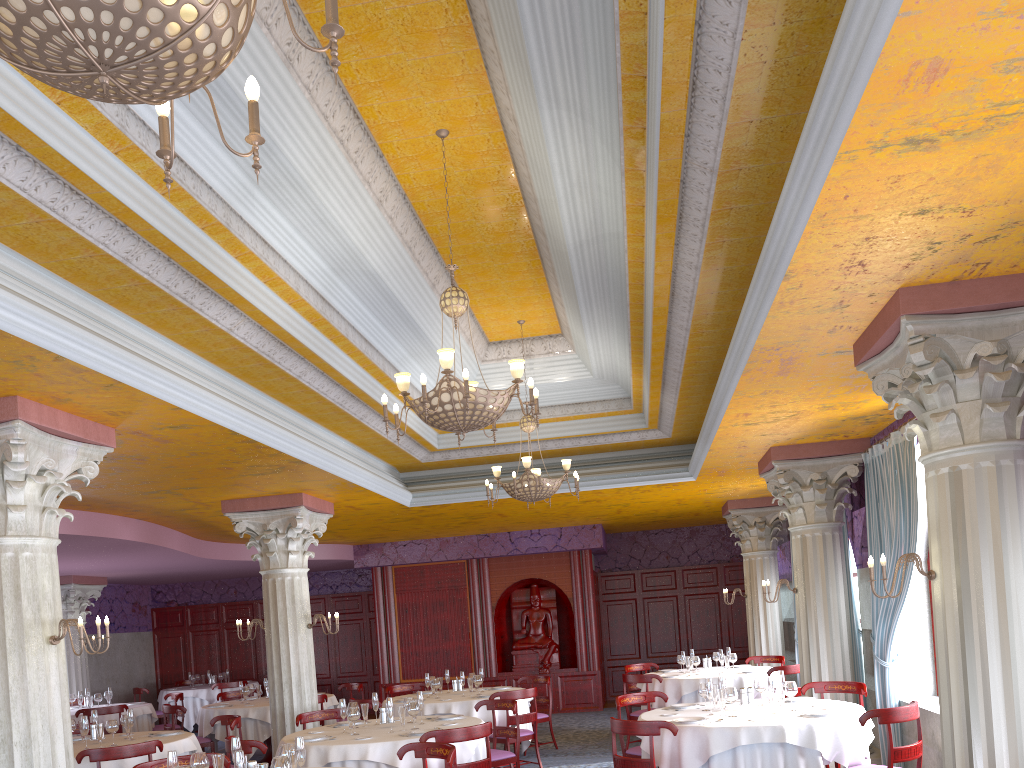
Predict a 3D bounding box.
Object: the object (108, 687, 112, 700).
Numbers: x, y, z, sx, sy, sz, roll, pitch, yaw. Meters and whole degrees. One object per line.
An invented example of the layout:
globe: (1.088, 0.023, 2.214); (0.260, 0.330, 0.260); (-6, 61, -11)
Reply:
object: (-6.607, 5.159, 14.094); (0.074, 0.332, 0.074); (-4, -1, -1)

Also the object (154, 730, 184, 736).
object: (-3.745, 3.811, 9.343); (0.314, 0.024, 0.323); (-6, -15, 8)

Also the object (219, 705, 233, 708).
object: (-4.185, 4.704, 12.496); (0.257, 0.019, 0.056); (6, -17, -32)

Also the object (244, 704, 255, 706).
object: (-3.813, 4.670, 12.450); (0.158, 0.009, 0.164); (2, -16, -21)

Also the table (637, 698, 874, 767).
table: (2.181, 3.455, 7.796); (2.086, 0.938, 2.153); (-6, -13, 9)

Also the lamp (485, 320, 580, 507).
lamp: (0.177, 0.319, 9.803); (0.954, 2.152, 0.976); (-2, -3, -37)

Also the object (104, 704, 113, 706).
object: (-6.911, 5.496, 14.659); (0.159, 0.009, 0.164); (-6, -15, 8)

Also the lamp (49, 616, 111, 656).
lamp: (-3.083, 1.785, 6.050); (0.381, 0.270, 0.350); (-3, -10, -4)

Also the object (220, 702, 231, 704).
object: (-4.415, 4.916, 13.190); (0.161, 0.009, 0.162); (-12, -17, 27)

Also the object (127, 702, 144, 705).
object: (-6.345, 5.384, 14.425); (0.314, 0.024, 0.323); (-6, -15, 8)

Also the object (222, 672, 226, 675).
object: (-6.293, 6.445, 18.769); (0.124, 0.261, 0.122); (-7, -4, 44)

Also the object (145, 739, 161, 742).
object: (-3.708, 3.679, 8.837); (0.161, 0.009, 0.162); (-12, -17, 27)

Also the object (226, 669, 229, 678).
object: (-6.158, 6.344, 18.567); (0.074, 0.332, 0.074); (-4, -1, -1)

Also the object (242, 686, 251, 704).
object: (-3.957, 4.642, 12.772); (0.123, 0.261, 0.123); (-5, -3, 22)

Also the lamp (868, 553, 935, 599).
lamp: (2.404, 1.191, 5.329); (0.381, 0.270, 0.350); (-3, -10, -4)

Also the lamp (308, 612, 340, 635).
lamp: (-2.373, 3.020, 10.774); (0.381, 0.270, 0.350); (-3, -10, -4)

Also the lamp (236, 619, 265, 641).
lamp: (-3.306, 3.142, 10.973); (0.381, 0.270, 0.350); (-3, -10, -4)

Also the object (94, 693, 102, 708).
object: (-6.638, 5.100, 13.742); (0.123, 0.261, 0.123); (-5, -3, 22)

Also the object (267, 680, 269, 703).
object: (-3.608, 4.572, 12.739); (0.075, 0.332, 0.073); (-5, -1, 44)

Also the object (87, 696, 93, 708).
object: (-6.740, 5.106, 13.686); (0.086, 0.235, 0.086); (-5, -2, 10)

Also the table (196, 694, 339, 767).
table: (-3.689, 5.325, 13.103); (2.086, 0.938, 2.153); (-6, -13, 9)

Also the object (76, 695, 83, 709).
object: (-7.192, 5.291, 14.247); (0.085, 0.235, 0.087); (-4, -2, -12)

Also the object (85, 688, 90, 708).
object: (-7.097, 5.258, 14.330); (0.074, 0.332, 0.074); (-4, -1, -1)

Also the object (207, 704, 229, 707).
object: (-4.337, 4.753, 12.643); (0.314, 0.024, 0.323); (-6, -15, 8)

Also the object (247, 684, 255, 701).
object: (-4.062, 4.801, 13.327); (0.123, 0.261, 0.123); (-5, -3, 22)

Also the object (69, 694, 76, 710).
object: (-7.296, 5.270, 14.192); (0.124, 0.261, 0.122); (-7, -4, 44)

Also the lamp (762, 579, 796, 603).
lamp: (3.107, 2.415, 10.006); (0.381, 0.270, 0.350); (-3, -10, -4)

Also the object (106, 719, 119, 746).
object: (-4.037, 3.528, 8.660); (0.123, 0.261, 0.123); (-5, -3, 22)

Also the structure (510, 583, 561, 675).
structure: (0.424, 4.917, 17.224); (0.967, 1.827, 0.646); (-5, -2, 8)

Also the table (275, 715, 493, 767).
table: (-1.227, 3.880, 8.449); (2.086, 0.938, 2.153); (-6, -13, 9)

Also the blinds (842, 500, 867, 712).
blinds: (4.217, 2.954, 11.167); (0.245, 3.480, 1.726); (-4, -3, 6)

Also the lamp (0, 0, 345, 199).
lamp: (-1.003, -1.734, 1.951); (0.954, 2.152, 0.976); (-2, -3, -37)

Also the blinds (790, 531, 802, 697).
blinds: (4.516, 3.474, 13.154); (0.245, 3.480, 1.724); (-4, -3, 9)

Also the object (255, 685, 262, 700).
object: (-3.958, 4.822, 13.382); (0.085, 0.235, 0.087); (-4, -2, -12)

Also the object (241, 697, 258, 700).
object: (-4.182, 5.034, 13.716); (0.314, 0.024, 0.323); (-6, -15, 8)

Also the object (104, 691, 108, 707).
object: (-6.742, 5.259, 14.297); (0.122, 0.261, 0.124); (-4, -3, -1)

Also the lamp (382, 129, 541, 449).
lamp: (-0.409, -0.699, 5.909); (0.954, 2.152, 0.976); (-2, -3, -37)

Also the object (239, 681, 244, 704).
object: (-4.098, 4.672, 12.974); (0.075, 0.332, 0.073); (-5, -1, 44)

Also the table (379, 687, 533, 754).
table: (-0.734, 4.738, 11.731); (2.086, 0.938, 2.153); (-6, -13, 9)

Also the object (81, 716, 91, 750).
object: (-4.242, 3.470, 8.522); (0.075, 0.332, 0.073); (-5, -1, 44)

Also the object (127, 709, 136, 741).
object: (-4.007, 3.586, 9.013); (0.075, 0.332, 0.073); (-5, -1, 44)

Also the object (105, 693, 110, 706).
object: (-6.687, 5.240, 14.193); (0.087, 0.235, 0.085); (-5, -2, 33)

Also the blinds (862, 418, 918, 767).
blinds: (3.818, 2.259, 8.507); (0.245, 3.480, 1.724); (-4, -3, 9)

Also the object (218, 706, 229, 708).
object: (-4.209, 4.723, 12.525); (0.254, 0.003, 0.023); (8, -19, -37)

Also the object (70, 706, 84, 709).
object: (-7.416, 5.503, 14.580); (0.312, 0.024, 0.325); (-1, -15, -12)

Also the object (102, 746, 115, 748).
object: (-3.901, 3.530, 8.270); (0.314, 0.024, 0.323); (-6, -15, 8)

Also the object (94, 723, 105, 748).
object: (-4.140, 3.533, 8.604); (0.087, 0.235, 0.085); (-5, -2, 33)

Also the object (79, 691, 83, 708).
object: (-6.842, 5.042, 13.604); (0.074, 0.332, 0.074); (-4, -1, -1)

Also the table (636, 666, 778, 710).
table: (2.892, 4.693, 12.528); (2.086, 0.938, 2.153); (-6, -13, 9)

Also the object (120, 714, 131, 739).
object: (-4.142, 3.687, 9.215); (0.123, 0.261, 0.123); (-5, -3, 22)

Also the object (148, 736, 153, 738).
object: (-3.884, 3.789, 9.197); (0.029, 0.010, 0.143); (5, -17, -33)

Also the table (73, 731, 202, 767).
table: (-4.323, 4.223, 8.886); (2.086, 0.938, 2.153); (-6, -13, 9)

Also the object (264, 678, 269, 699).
object: (-3.863, 4.789, 13.465); (0.075, 0.332, 0.073); (-5, -1, 44)

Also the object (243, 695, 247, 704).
object: (-4.011, 4.687, 12.875); (0.085, 0.235, 0.087); (-4, -2, -12)

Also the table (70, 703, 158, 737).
table: (-6.923, 5.795, 13.968); (2.086, 0.938, 2.153); (-6, -13, 9)

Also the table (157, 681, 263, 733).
table: (-6.474, 6.981, 18.440); (2.086, 0.938, 2.153); (-6, -13, 9)

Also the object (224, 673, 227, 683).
object: (-6.238, 6.426, 18.665); (0.085, 0.235, 0.087); (-4, -2, -12)

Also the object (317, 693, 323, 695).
object: (-3.112, 4.914, 13.560); (0.314, 0.024, 0.323); (-6, -15, 8)
